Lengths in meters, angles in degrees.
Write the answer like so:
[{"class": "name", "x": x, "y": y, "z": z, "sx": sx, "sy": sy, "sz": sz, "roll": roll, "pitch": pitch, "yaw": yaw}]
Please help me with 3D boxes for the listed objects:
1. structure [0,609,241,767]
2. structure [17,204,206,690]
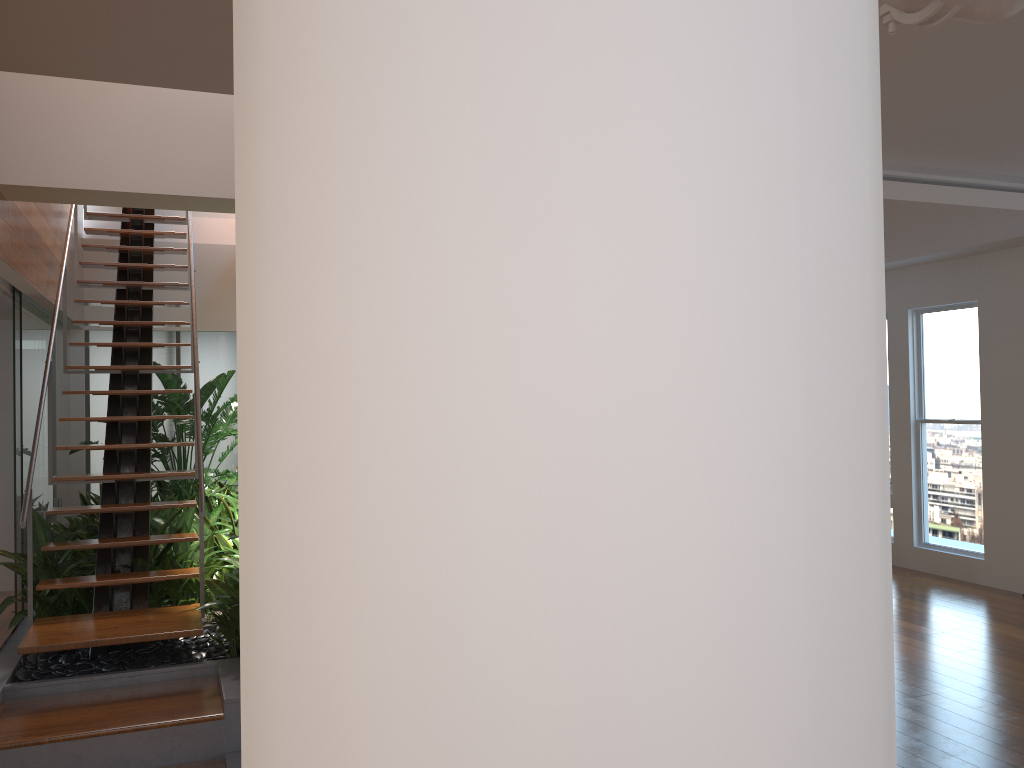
[{"class": "structure", "x": -1.453, "y": 1.532, "z": 5.884, "sx": 3.088, "sy": 0.386, "sz": 5.584, "roll": -1, "pitch": -1, "yaw": -21}, {"class": "structure", "x": -1.923, "y": -0.536, "z": 6.463, "sx": 2.552, "sy": 4.265, "sz": 4.591, "roll": -1, "pitch": -1, "yaw": -21}]
